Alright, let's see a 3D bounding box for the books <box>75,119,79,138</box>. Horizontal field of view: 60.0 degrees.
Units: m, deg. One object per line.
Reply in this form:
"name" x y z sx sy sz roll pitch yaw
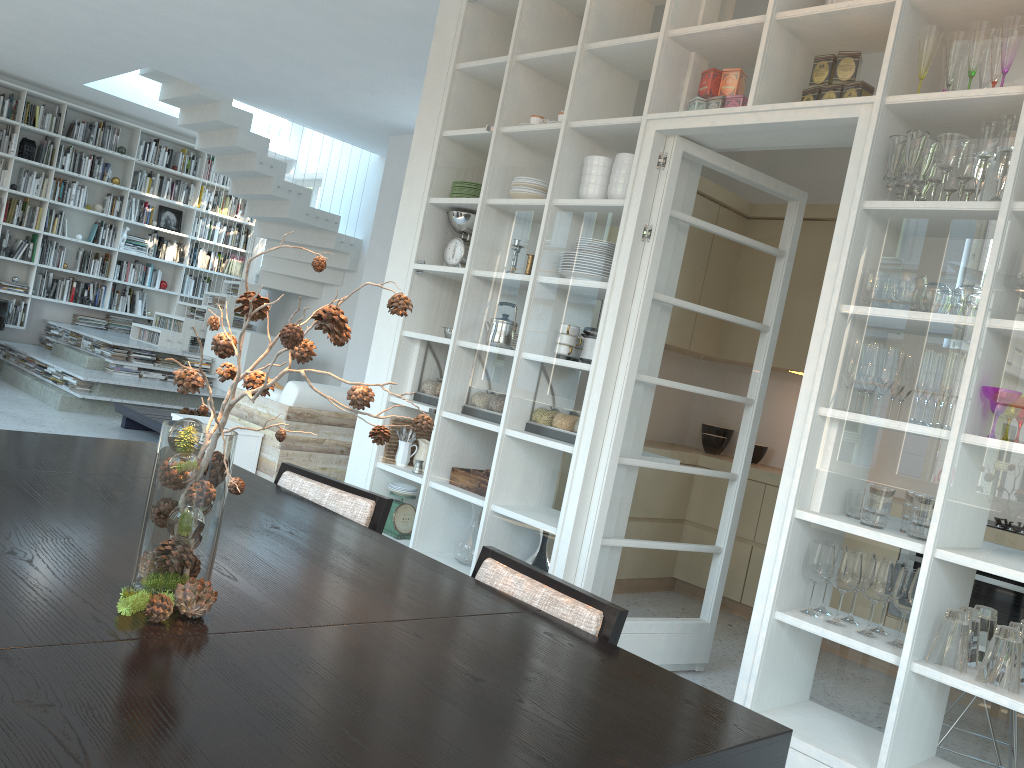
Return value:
"books" -5.076 -2.939 10.286 0.012 0.255 0.133 10 2 -44

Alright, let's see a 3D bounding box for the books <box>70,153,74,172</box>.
"books" -5.139 -2.567 10.298 0.012 0.236 0.165 10 2 -44

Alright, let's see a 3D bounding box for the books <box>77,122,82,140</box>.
"books" -5.048 -2.920 10.286 0.013 0.229 0.173 10 2 -44

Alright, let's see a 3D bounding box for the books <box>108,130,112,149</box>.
"books" -4.809 -2.891 10.535 0.014 0.258 0.149 10 2 -44

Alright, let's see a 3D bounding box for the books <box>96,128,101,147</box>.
"books" -4.896 -2.893 10.440 0.018 0.231 0.159 10 2 -44

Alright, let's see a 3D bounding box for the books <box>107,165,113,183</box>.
"books" -4.834 -2.507 10.617 0.026 0.229 0.140 10 2 -44

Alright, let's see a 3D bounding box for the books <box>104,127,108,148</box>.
"books" -4.839 -2.905 10.506 0.008 0.275 0.162 10 2 -44

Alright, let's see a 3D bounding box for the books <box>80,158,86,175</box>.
"books" -5.053 -2.541 10.394 0.025 0.216 0.143 10 2 -44

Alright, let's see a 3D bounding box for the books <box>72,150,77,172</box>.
"books" -5.122 -2.585 10.328 0.013 0.276 0.133 10 2 -44

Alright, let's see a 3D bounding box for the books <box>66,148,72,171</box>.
"books" -5.158 -2.595 10.271 0.011 0.283 0.172 10 2 -44

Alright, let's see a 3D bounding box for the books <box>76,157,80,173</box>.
"books" -5.096 -2.549 10.354 0.014 0.215 0.132 10 2 -44

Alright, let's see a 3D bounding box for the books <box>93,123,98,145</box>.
"books" -4.927 -2.932 10.435 0.017 0.295 0.138 10 2 -44

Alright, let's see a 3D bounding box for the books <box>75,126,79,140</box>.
"books" -5.069 -2.901 10.288 0.009 0.183 0.160 10 2 -44

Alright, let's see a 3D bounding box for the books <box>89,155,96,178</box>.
"books" -4.974 -2.562 10.467 0.012 0.285 0.159 10 2 -44

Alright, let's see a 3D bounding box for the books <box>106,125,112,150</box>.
"books" -4.807 -2.915 10.522 0.008 0.307 0.182 10 2 -44

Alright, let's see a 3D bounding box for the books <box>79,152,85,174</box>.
"books" -5.060 -2.577 10.381 0.013 0.284 0.154 10 2 -44

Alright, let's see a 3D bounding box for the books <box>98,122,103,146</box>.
"books" -4.884 -2.932 10.451 0.006 0.312 0.178 10 2 -44

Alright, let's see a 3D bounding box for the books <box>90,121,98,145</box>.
"books" -4.934 -2.931 10.412 0.024 0.292 0.167 10 2 -44

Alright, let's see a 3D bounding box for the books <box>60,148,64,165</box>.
"books" -5.220 -2.605 10.228 0.011 0.280 0.133 10 2 -44

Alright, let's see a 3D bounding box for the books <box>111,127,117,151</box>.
"books" -4.769 -2.903 10.561 0.013 0.297 0.188 10 2 -44

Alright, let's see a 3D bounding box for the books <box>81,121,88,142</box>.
"books" -5.012 -2.927 10.336 0.030 0.255 0.161 10 2 -44

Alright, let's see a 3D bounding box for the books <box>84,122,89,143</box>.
"books" -4.995 -2.924 10.356 0.021 0.256 0.168 10 2 -44

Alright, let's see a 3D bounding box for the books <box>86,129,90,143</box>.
"books" -4.995 -2.891 10.388 0.031 0.190 0.132 10 2 -44

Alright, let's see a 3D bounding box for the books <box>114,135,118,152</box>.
"books" -4.766 -2.860 10.584 0.018 0.214 0.157 10 2 -44

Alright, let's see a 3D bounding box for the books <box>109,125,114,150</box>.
"books" -4.798 -2.921 10.569 0.008 0.321 0.133 10 2 -44

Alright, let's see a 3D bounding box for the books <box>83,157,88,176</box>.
"books" -5.026 -2.546 10.402 0.023 0.237 0.149 10 2 -44

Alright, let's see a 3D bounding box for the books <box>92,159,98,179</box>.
"books" -4.951 -2.533 10.470 0.030 0.238 0.185 10 2 -44

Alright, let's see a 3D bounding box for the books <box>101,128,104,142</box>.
"books" -4.871 -2.898 10.468 0.008 0.251 0.170 10 2 -44

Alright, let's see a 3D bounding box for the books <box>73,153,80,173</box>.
"books" -5.095 -2.562 10.326 0.027 0.241 0.159 10 2 -44

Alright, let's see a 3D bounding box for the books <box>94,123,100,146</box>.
"books" -4.913 -2.924 10.444 0.007 0.285 0.159 10 2 -44

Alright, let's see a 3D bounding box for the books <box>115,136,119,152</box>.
"books" -4.749 -2.854 10.589 0.014 0.209 0.187 10 2 -44

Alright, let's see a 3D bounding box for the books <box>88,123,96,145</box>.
"books" -4.940 -2.914 10.378 0.028 0.258 0.184 10 2 -44

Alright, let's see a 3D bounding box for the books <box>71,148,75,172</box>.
"books" -5.127 -2.596 10.312 0.021 0.296 0.138 10 2 -44

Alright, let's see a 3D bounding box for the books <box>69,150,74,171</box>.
"books" -5.137 -2.583 10.284 0.010 0.269 0.165 10 2 -44

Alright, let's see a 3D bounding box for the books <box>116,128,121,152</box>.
"books" -4.733 -2.901 10.595 0.006 0.306 0.163 10 2 -44

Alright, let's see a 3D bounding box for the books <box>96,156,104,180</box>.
"books" -4.900 -2.547 10.503 0.029 0.285 0.183 10 2 -44

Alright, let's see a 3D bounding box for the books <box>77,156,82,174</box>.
"books" -5.083 -2.551 10.371 0.028 0.223 0.142 10 2 -44

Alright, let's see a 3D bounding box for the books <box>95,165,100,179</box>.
"books" -4.939 -2.502 10.494 0.027 0.181 0.176 10 2 -44

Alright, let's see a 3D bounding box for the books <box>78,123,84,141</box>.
"books" -5.036 -2.916 10.317 0.028 0.226 0.163 10 2 -44

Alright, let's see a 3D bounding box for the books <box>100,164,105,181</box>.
"books" -4.897 -2.510 10.535 0.030 0.213 0.156 10 2 -44

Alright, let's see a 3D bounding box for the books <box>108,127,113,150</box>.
"books" -4.798 -2.909 10.548 0.019 0.299 0.137 10 2 -44

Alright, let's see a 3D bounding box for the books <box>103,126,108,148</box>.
"books" -4.848 -2.909 10.502 0.012 0.280 0.144 10 2 -44

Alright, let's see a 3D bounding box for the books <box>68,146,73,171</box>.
"books" -5.142 -2.604 10.275 0.014 0.307 0.152 10 2 -44

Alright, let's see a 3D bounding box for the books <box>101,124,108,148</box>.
"books" -4.842 -2.917 10.468 0.015 0.299 0.183 10 2 -44

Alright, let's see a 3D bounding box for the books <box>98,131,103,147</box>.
"books" -4.875 -2.873 10.449 0.018 0.201 0.188 10 2 -44

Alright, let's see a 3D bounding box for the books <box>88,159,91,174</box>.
"books" -5.000 -2.534 10.428 0.011 0.222 0.159 10 2 -44

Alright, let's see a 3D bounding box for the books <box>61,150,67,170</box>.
"books" -5.194 -2.581 10.241 0.026 0.243 0.148 10 2 -44

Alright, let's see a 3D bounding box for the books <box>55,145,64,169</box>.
"books" -5.214 -2.606 10.206 0.012 0.285 0.159 10 2 -44

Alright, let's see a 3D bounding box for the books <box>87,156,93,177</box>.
"books" -4.989 -2.554 10.437 0.012 0.265 0.156 10 2 -44

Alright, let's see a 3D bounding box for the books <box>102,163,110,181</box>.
"books" -4.857 -2.514 10.556 0.054 0.235 0.171 10 2 -44

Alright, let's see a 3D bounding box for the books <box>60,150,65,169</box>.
"books" -5.212 -2.583 10.232 0.012 0.240 0.138 10 2 -44

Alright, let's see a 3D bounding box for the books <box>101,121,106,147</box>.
"books" -4.858 -2.936 10.472 0.007 0.329 0.183 10 2 -44

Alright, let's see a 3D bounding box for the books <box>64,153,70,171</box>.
"books" -5.167 -2.557 10.247 0.026 0.208 0.180 10 2 -44

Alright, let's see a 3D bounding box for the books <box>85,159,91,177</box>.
"books" -5.003 -2.528 10.407 0.021 0.209 0.180 10 2 -44

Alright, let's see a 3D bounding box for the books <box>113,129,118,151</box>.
"books" -4.759 -2.891 10.564 0.008 0.279 0.180 10 2 -44

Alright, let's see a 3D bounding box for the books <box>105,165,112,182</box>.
"books" -4.849 -2.503 10.578 0.048 0.216 0.182 10 2 -44

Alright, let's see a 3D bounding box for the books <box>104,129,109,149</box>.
"books" -4.830 -2.892 10.518 0.024 0.252 0.149 10 2 -44
